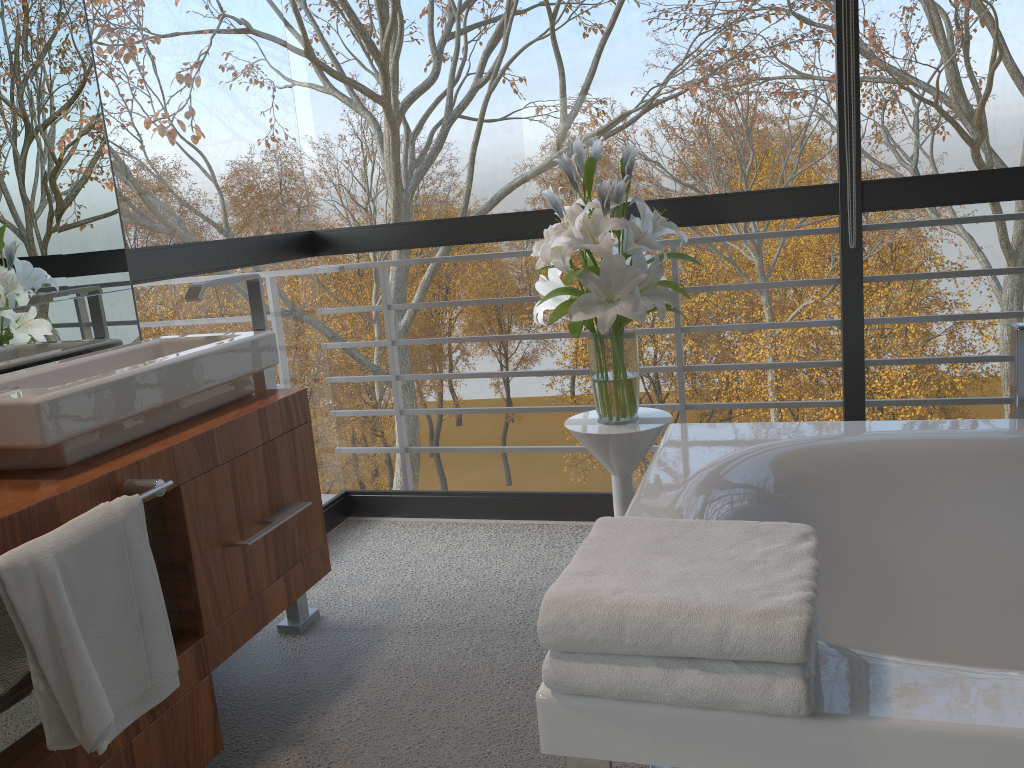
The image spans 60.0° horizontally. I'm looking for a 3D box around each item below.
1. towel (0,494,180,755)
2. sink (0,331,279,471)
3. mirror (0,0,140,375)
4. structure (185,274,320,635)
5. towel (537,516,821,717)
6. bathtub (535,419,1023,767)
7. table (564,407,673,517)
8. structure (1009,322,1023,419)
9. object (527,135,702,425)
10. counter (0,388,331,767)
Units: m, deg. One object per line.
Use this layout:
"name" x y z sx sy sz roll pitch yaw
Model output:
"towel" -0.655 0.389 1.409 0.079 0.368 0.303 -2 11 18
"sink" -0.854 -0.034 1.885 0.352 0.265 0.751 -2 12 18
"mirror" -1.387 -0.563 1.376 0.253 1.615 1.794 -2 11 18
"structure" -0.673 0.216 2.324 0.069 0.987 0.304 -2 11 18
"towel" 0.233 0.294 1.155 0.322 0.145 0.306 -1 12 21
"bathtub" 1.175 0.463 1.470 1.958 0.503 1.330 -2 12 18
"table" 0.324 0.335 2.575 0.307 0.478 0.308 -5 11 2
"structure" 1.377 0.152 1.988 0.402 0.883 0.331 -2 11 18
"object" 0.253 -0.286 2.455 0.450 0.794 0.460 6 15 45
"counter" -0.921 0.555 1.447 0.524 0.703 1.852 -2 12 18
